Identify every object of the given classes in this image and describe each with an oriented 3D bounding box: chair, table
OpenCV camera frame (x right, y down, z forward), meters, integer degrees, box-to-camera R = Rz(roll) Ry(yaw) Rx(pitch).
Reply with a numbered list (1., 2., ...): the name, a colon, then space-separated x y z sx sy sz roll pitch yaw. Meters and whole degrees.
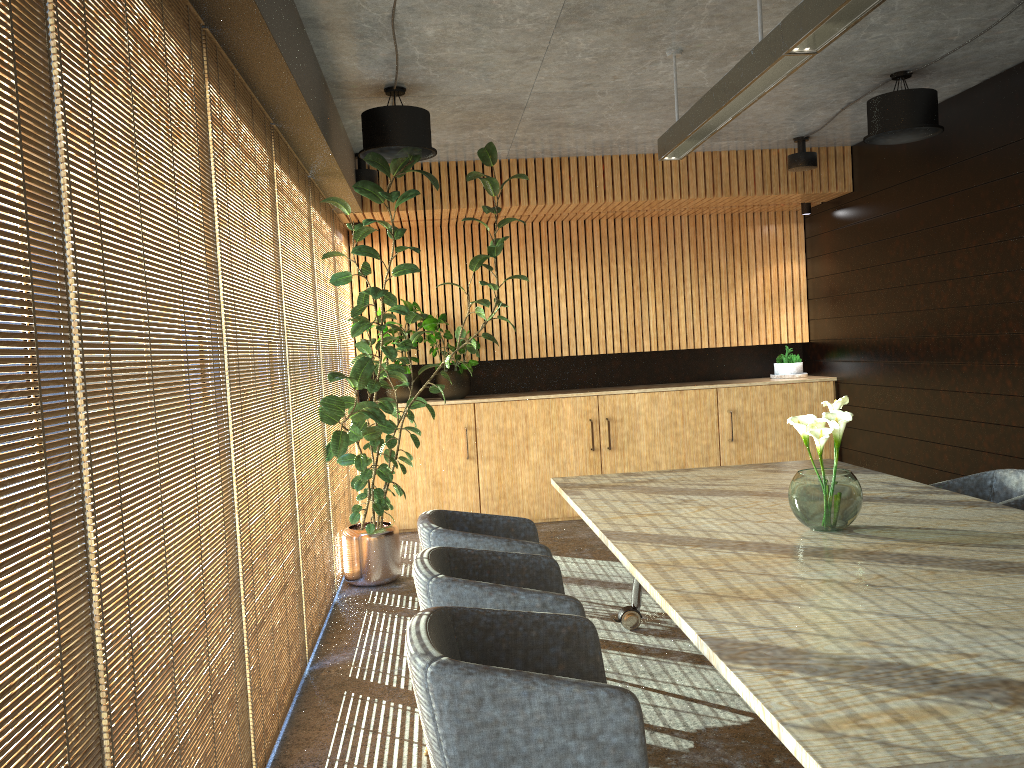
1. chair: 0.072 1.172 2.697 0.761 0.944 0.706 -3 2 -5
2. chair: 2.501 0.953 4.710 0.761 0.944 0.706 -3 2 -5
3. chair: -0.007 1.140 3.593 0.761 0.944 0.706 -3 2 -5
4. table: 1.344 1.066 3.709 1.816 0.927 3.932 -3 2 -5
5. chair: -0.086 1.109 4.488 0.761 0.944 0.706 -3 2 -5

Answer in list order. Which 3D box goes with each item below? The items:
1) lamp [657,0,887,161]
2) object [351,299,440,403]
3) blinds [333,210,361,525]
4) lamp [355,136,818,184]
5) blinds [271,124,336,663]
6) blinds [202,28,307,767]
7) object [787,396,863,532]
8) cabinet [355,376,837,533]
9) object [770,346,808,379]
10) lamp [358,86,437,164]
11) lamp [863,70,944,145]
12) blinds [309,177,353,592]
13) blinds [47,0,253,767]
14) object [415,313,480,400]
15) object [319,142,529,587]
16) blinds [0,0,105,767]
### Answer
1. lamp: 1.159 -1.654 3.610 0.151 0.618 4.009 -3 2 -5
2. object: -1.174 -0.338 8.972 0.666 1.054 0.640 -2 3 37
3. blinds: -1.570 -0.061 8.634 0.039 3.038 1.422 -3 2 -5
4. lamp: 0.659 -1.968 7.817 4.179 0.294 0.257 -3 2 -5
5. blinds: -1.311 0.043 5.686 0.039 3.038 1.422 -3 2 -5
6. blinds: -1.183 0.095 4.224 0.039 3.038 1.422 -3 2 -5
7. object: 1.297 0.332 3.701 0.295 0.546 0.322 -3 2 5
8. cabinet: 0.849 0.700 9.274 4.954 1.272 1.006 -3 2 -5
9. object: 2.959 -0.238 9.498 0.384 0.347 0.384 -3 2 18
10. lamp: -0.763 -1.721 5.836 0.513 0.497 0.513 -5 3 -34
11. lamp: 2.696 -1.929 6.133 0.513 0.497 0.513 -2 3 24
12. blinds: -1.442 -0.009 7.173 0.039 3.038 1.422 -3 2 -5
13. blinds: -0.435 0.231 0.242 1.388 3.075 6.486 -4 3 -24
14. object: -0.657 -0.281 9.005 0.679 0.880 0.512 -3 2 -1
15. object: -0.959 -0.095 6.674 1.958 3.266 1.875 -2 3 34
16. blinds: -0.928 0.197 1.321 0.039 3.038 1.422 -3 2 -5
